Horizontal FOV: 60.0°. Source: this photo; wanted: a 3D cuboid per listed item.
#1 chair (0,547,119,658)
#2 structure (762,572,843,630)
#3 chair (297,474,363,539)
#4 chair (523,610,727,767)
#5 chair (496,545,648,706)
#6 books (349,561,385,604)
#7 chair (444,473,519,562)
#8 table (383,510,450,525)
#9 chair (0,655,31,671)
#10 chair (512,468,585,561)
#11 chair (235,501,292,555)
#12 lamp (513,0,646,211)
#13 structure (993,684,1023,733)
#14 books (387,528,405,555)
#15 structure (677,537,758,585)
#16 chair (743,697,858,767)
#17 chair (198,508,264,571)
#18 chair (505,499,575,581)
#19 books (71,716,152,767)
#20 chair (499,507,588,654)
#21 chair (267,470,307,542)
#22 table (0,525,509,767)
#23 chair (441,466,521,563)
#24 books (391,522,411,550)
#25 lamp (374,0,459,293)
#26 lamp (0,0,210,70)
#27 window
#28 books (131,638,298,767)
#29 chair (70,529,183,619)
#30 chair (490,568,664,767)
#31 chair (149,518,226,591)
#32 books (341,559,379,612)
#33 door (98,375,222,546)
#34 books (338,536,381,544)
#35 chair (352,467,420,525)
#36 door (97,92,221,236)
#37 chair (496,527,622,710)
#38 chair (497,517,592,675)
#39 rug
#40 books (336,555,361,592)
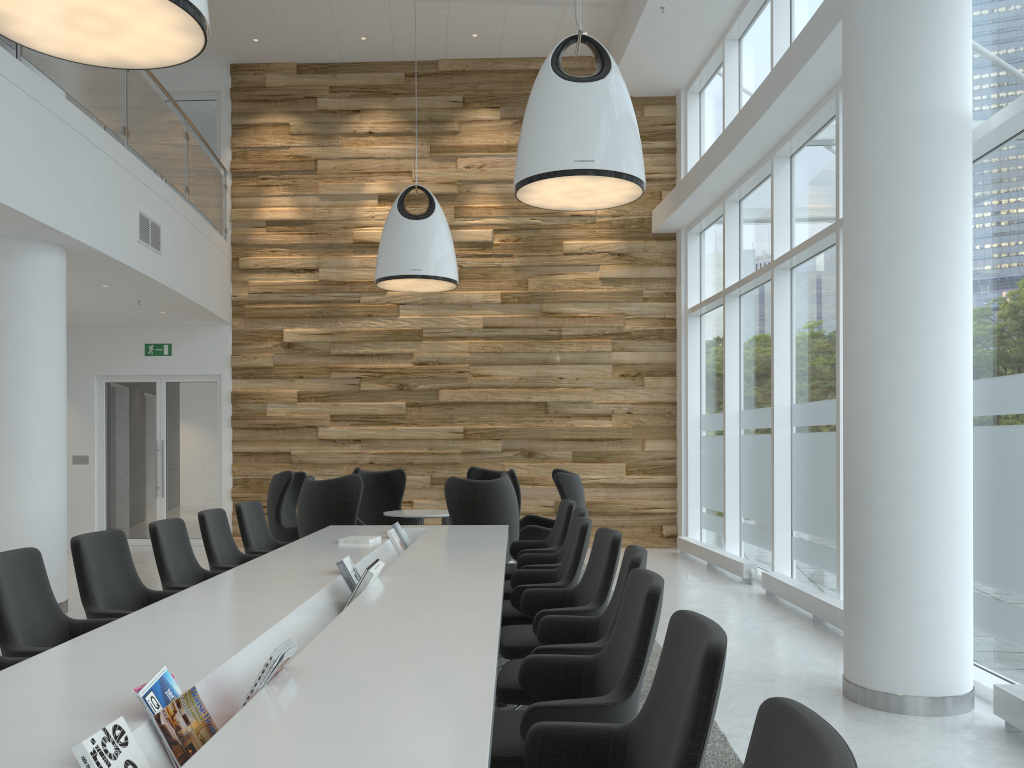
[{"bbox_3d":[-1.873,1.194,3.775,0.674,0.966,0.686,0,-1,-5],"label":"chair"},{"bbox_3d":[2.462,1.788,7.038,0.150,0.213,2.693,0,-4,-1],"label":"structure"},{"bbox_3d":[-1.546,1.411,8.356,0.914,1.152,0.918,-1,-2,20],"label":"chair"},{"bbox_3d":[0.221,1.085,2.231,0.674,0.966,0.686,0,-1,0],"label":"chair"},{"bbox_3d":[0.278,1.191,3.811,0.674,0.966,0.686,0,-1,5],"label":"chair"},{"bbox_3d":[-0.734,1.019,4.398,0.158,0.241,0.353,0,-3,0],"label":"books"},{"bbox_3d":[-0.363,1.406,8.325,0.914,1.152,0.918,1,-2,-40],"label":"chair"},{"bbox_3d":[-0.949,1.699,9.334,0.799,0.696,0.800,-1,-2,25],"label":"table"},{"bbox_3d":[-1.792,1.144,3.039,0.674,0.966,0.686,0,-1,0],"label":"chair"},{"bbox_3d":[0.310,1.475,9.366,0.917,1.152,0.915,0,-1,-10],"label":"chair"},{"bbox_3d":[-1.828,1.409,6.954,0.674,0.966,0.686,0,-1,5],"label":"chair"},{"bbox_3d":[0.444,-3.088,5.919,0.884,3.646,0.884,0,0,43],"label":"lamp"},{"bbox_3d":[2.442,1.523,3.109,0.150,0.213,2.693,0,-4,2],"label":"structure"},{"bbox_3d":[-0.836,1.174,6.495,0.139,0.223,0.162,0,-1,0],"label":"books"},{"bbox_3d":[2.316,2.002,10.196,0.150,0.213,2.693,0,-4,-4],"label":"structure"},{"bbox_3d":[0.216,1.030,1.417,0.674,0.966,0.686,0,-1,5],"label":"chair"},{"bbox_3d":[-1.833,1.354,6.141,0.674,0.966,0.686,0,-1,0],"label":"chair"},{"bbox_3d":[0.197,1.408,7.023,0.674,0.966,0.686,0,-1,-5],"label":"chair"},{"bbox_3d":[-0.857,0.871,1.960,0.143,0.226,0.204,0,-2,-1],"label":"books"},{"bbox_3d":[0.227,1.349,6.147,0.674,0.966,0.686,0,-1,0],"label":"chair"},{"bbox_3d":[-2.112,1.480,9.348,0.917,1.152,0.915,0,-1,-10],"label":"chair"},{"bbox_3d":[-0.791,1.337,4.190,1.500,0.738,6.567,0,-4,0],"label":"table"},{"bbox_3d":[-0.350,1.543,10.356,0.914,1.152,0.918,-1,-2,20],"label":"chair"},{"bbox_3d":[-0.841,1.189,6.833,0.153,0.241,0.183,0,-1,0],"label":"books"},{"bbox_3d":[-1.006,-2.853,9.329,0.884,3.646,0.884,0,0,39],"label":"lamp"},{"bbox_3d":[-1.665,-3.245,3.507,0.884,3.646,0.884,0,0,-44],"label":"lamp"},{"bbox_3d":[-17.815,-1.016,8.748,62.952,6.137,30.844,-3,-5,40],"label":"window"},{"bbox_3d":[-0.792,0.894,2.454,0.231,0.275,0.598,-1,-3,21],"label":"books"},{"bbox_3d":[-1.890,1.247,4.560,0.674,0.966,0.686,0,-1,5],"label":"chair"},{"bbox_3d":[0.214,1.140,3.050,0.674,0.966,0.686,0,-1,0],"label":"chair"},{"bbox_3d":[-1.826,1.299,5.322,0.674,0.966,0.686,0,-1,0],"label":"chair"},{"bbox_3d":[-0.750,1.000,4.379,0.139,0.229,0.357,0,-3,0],"label":"books"},{"bbox_3d":[-4.938,1.079,12.483,1.805,2.401,0.132,0,0,2],"label":"door"},{"bbox_3d":[-1.067,1.093,6.224,0.224,0.026,0.264,-1,-4,10],"label":"books"},{"bbox_3d":[-1.517,1.546,10.357,0.914,1.152,0.918,1,-2,-40],"label":"chair"},{"bbox_3d":[-4.949,-2.884,12.477,1.805,2.401,0.132,0,0,2],"label":"door"},{"bbox_3d":[0.261,1.244,4.597,0.674,0.966,0.686,0,-1,-5],"label":"chair"},{"bbox_3d":[0.180,1.294,5.333,0.674,0.966,0.686,0,-1,0],"label":"chair"},{"bbox_3d":[-0.943,1.731,4.530,3.938,0.010,13.470,0,-4,1],"label":"rug"},{"bbox_3d":[-0.845,1.046,4.735,0.153,0.238,0.191,0,-1,0],"label":"books"}]
